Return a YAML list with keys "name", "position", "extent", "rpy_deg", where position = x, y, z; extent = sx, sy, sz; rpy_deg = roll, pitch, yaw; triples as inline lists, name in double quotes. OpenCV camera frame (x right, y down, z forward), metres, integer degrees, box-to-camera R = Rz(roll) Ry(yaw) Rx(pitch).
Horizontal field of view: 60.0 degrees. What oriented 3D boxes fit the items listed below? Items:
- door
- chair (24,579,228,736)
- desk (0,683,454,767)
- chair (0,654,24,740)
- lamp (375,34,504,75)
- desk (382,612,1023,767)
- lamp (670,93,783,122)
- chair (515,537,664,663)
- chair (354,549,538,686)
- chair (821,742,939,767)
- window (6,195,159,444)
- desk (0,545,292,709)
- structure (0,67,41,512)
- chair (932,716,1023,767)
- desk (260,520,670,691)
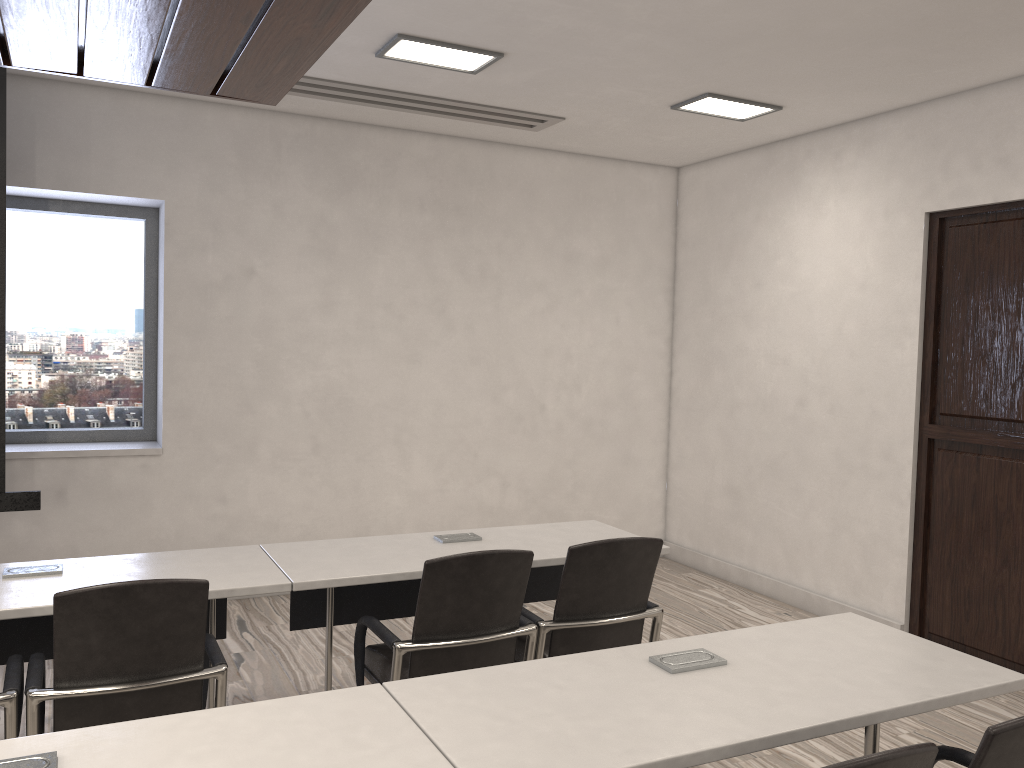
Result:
- name: "door"
  position: [2.753, 0.310, 3.770]
  extent: [0.200, 2.323, 2.329]
  rpy_deg: [0, 3, -26]
- name: "chair"
  position: [-1.130, 0.962, 2.601]
  extent: [0.513, 0.939, 0.638]
  rpy_deg: [0, 3, -26]
- name: "desk"
  position: [-0.865, 1.092, 1.489]
  extent: [1.509, 0.795, 0.577]
  rpy_deg: [0, 3, -26]
- name: "chair"
  position: [-1.602, 0.959, 2.371]
  extent: [0.513, 0.939, 0.638]
  rpy_deg: [0, 3, -27]
- name: "lamp"
  position: [-0.341, -1.594, 4.157]
  extent: [0.519, 0.120, 0.324]
  rpy_deg: [0, 3, -26]
- name: "desk"
  position: [0.489, 1.100, 2.165]
  extent: [1.509, 0.795, 0.577]
  rpy_deg: [0, 3, -26]
- name: "lamp"
  position: [1.191, -1.584, 4.921]
  extent: [0.519, 0.120, 0.324]
  rpy_deg: [0, 3, -26]
- name: "chair"
  position: [0.219, 0.970, 3.286]
  extent: [0.513, 0.939, 0.638]
  rpy_deg: [0, 3, -26]
- name: "chair"
  position: [-0.242, 0.968, 3.042]
  extent: [0.513, 0.939, 0.638]
  rpy_deg: [0, 3, -27]
- name: "chair"
  position: [0.419, 1.047, 1.715]
  extent: [0.513, 0.939, 0.638]
  rpy_deg: [0, 3, -27]
- name: "window"
  position: [-5.311, -0.381, 3.921]
  extent: [6.968, 1.419, 0.118]
  rpy_deg: [0, 3, -26]
- name: "desk"
  position: [-1.532, 1.012, 2.827]
  extent: [1.509, 0.795, 0.577]
  rpy_deg: [0, 3, -26]
- name: "structure"
  position: [-3.841, -0.565, 3.456]
  extent: [3.550, 2.329, 0.438]
  rpy_deg: [0, 3, -26]
- name: "chair"
  position: [0.881, 1.050, 1.946]
  extent: [0.513, 0.939, 0.638]
  rpy_deg: [0, 3, -26]
- name: "desk"
  position: [-0.177, 1.021, 3.503]
  extent: [1.509, 0.795, 0.577]
  rpy_deg: [0, 3, -26]
